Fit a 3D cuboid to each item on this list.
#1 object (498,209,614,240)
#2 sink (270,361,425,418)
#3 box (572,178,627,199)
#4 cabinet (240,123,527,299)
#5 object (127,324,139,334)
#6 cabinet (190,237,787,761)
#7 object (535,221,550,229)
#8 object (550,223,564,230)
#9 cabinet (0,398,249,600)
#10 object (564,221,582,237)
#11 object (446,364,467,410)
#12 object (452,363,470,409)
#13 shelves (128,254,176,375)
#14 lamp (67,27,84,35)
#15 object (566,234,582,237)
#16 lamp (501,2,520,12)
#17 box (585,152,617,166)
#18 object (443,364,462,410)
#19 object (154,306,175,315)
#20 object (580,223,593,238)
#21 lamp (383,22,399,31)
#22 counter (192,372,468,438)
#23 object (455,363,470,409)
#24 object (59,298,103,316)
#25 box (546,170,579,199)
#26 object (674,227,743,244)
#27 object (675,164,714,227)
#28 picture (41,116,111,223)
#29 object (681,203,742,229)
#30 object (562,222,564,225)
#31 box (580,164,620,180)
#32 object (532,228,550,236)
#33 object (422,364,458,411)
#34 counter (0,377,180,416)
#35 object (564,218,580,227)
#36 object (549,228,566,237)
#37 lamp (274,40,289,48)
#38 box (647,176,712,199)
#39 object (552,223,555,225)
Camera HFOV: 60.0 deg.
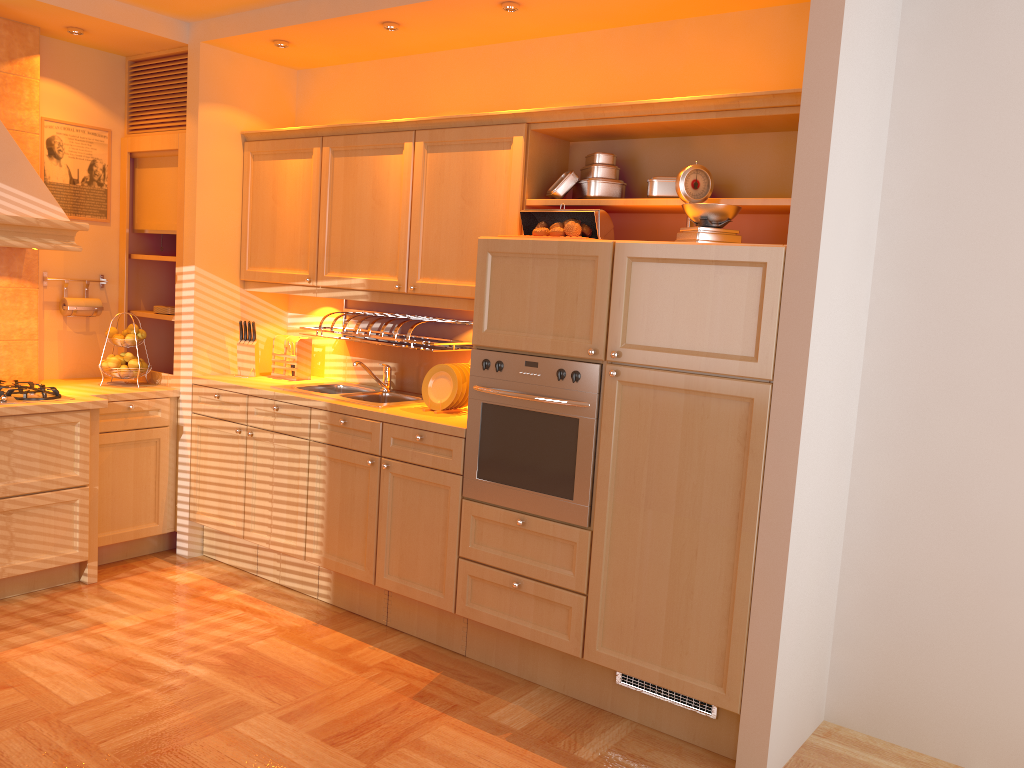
[{"bbox_3d":[0.190,-0.606,3.393,0.400,0.123,0.280,8,8,36],"label":"object"},{"bbox_3d":[-0.729,0.057,4.223,0.746,0.336,0.465,8,8,36],"label":"sink"},{"bbox_3d":[0.349,-0.774,3.586,0.169,0.090,0.242,2,7,-18],"label":"box"},{"bbox_3d":[-0.592,-0.803,4.236,1.792,0.712,0.332,8,8,36],"label":"cabinet"},{"bbox_3d":[-1.950,-0.281,4.563,0.055,0.059,0.058,3,6,-8],"label":"object"},{"bbox_3d":[-0.260,0.229,3.875,3.000,1.700,0.625,8,8,36],"label":"cabinet"},{"bbox_3d":[0.116,-0.600,3.451,0.055,0.064,0.069,9,8,40],"label":"object"},{"bbox_3d":[0.175,-0.584,3.371,0.065,0.056,0.056,6,7,20],"label":"object"},{"bbox_3d":[-2.255,0.521,3.983,1.141,0.840,2.850,8,8,36],"label":"cabinet"},{"bbox_3d":[0.226,-0.573,3.293,0.066,0.064,0.045,3,6,-3],"label":"object"},{"bbox_3d":[-0.277,0.011,3.885,0.205,0.200,0.049,9,8,37],"label":"object"},{"bbox_3d":[-0.259,0.010,3.906,0.205,0.200,0.049,9,8,37],"label":"object"},{"bbox_3d":[-1.749,-0.348,4.964,0.600,0.702,0.582,8,8,36],"label":"shelves"},{"bbox_3d":[-2.086,-1.684,4.237,0.070,0.021,0.070,6,7,19],"label":"lamp"},{"bbox_3d":[0.227,-0.566,3.334,0.065,0.036,0.062,9,8,39],"label":"object"},{"bbox_3d":[-0.006,-1.458,3.435,0.070,0.021,0.070,3,6,-3],"label":"lamp"},{"bbox_3d":[0.357,-0.897,3.572,0.098,0.052,0.140,2,7,-18],"label":"box"},{"bbox_3d":[-0.295,0.012,3.863,0.205,0.200,0.049,9,8,37],"label":"object"},{"bbox_3d":[-1.836,-0.400,4.839,0.222,0.039,0.222,-1,8,-36],"label":"object"},{"bbox_3d":[0.276,-0.580,3.366,0.066,0.058,0.065,7,7,28],"label":"object"},{"bbox_3d":[-0.520,-1.534,3.811,0.070,0.021,0.070,2,7,-14],"label":"lamp"},{"bbox_3d":[-0.728,0.070,4.226,1.800,0.038,0.600,8,8,36],"label":"counter"},{"bbox_3d":[-0.242,0.009,3.928,0.205,0.200,0.049,9,8,37],"label":"object"},{"bbox_3d":[-2.255,-0.403,4.642,0.096,0.094,0.186,8,8,36],"label":"object"},{"bbox_3d":[0.205,-0.804,3.595,0.117,0.129,0.098,2,7,-18],"label":"box"},{"bbox_3d":[0.660,-0.493,2.975,0.179,0.053,0.156,1,7,-19],"label":"object"},{"bbox_3d":[0.628,-0.622,3.076,0.134,0.271,0.039,1,7,-19],"label":"object"},{"bbox_3d":[-2.263,-1.105,4.612,0.007,0.491,0.366,8,8,36],"label":"picture"},{"bbox_3d":[0.664,-0.556,2.967,0.199,0.075,0.199,4,6,5],"label":"object"},{"bbox_3d":[0.208,-0.590,3.409,0.066,0.063,0.061,10,9,43],"label":"object"},{"bbox_3d":[0.354,-0.843,3.578,0.124,0.066,0.177,2,7,-18],"label":"box"},{"bbox_3d":[0.113,-0.576,3.363,0.069,0.034,0.066,-1,8,-35],"label":"object"},{"bbox_3d":[-0.313,0.014,3.842,0.205,0.200,0.049,9,8,37],"label":"object"},{"bbox_3d":[-2.554,0.079,3.801,0.770,0.038,2.250,8,8,36],"label":"counter"},{"bbox_3d":[0.227,-0.605,3.353,0.061,0.047,0.063,3,6,-6],"label":"object"},{"bbox_3d":[0.171,-0.568,3.314,0.062,0.036,0.065,-2,9,-41],"label":"object"},{"bbox_3d":[-1.100,-1.619,4.229,0.070,0.021,0.070,3,6,-3],"label":"lamp"},{"bbox_3d":[0.637,-0.731,3.368,0.242,0.090,0.169,6,7,17],"label":"box"},{"bbox_3d":[0.181,-0.596,3.455,0.069,0.061,0.037,6,7,19],"label":"object"}]
